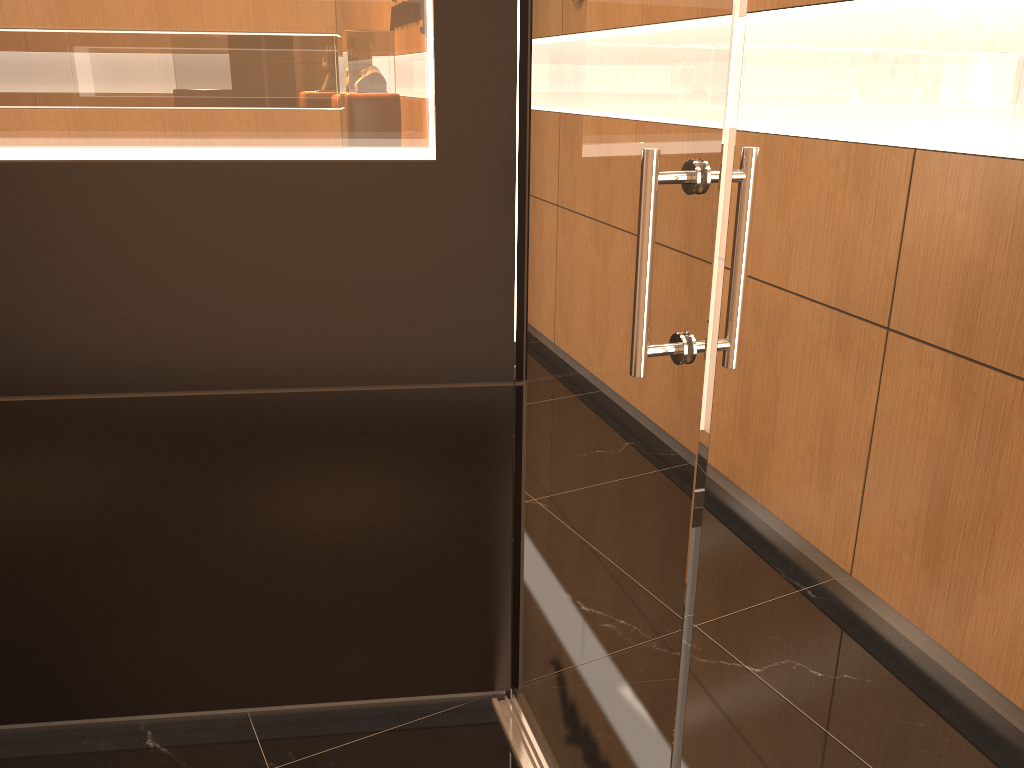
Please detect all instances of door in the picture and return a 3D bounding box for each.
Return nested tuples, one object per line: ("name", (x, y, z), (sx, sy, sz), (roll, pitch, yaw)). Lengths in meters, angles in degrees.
("door", (0.426, -0.290, 0.781), (0.098, 3.285, 2.473), (-5, 20, -17))
